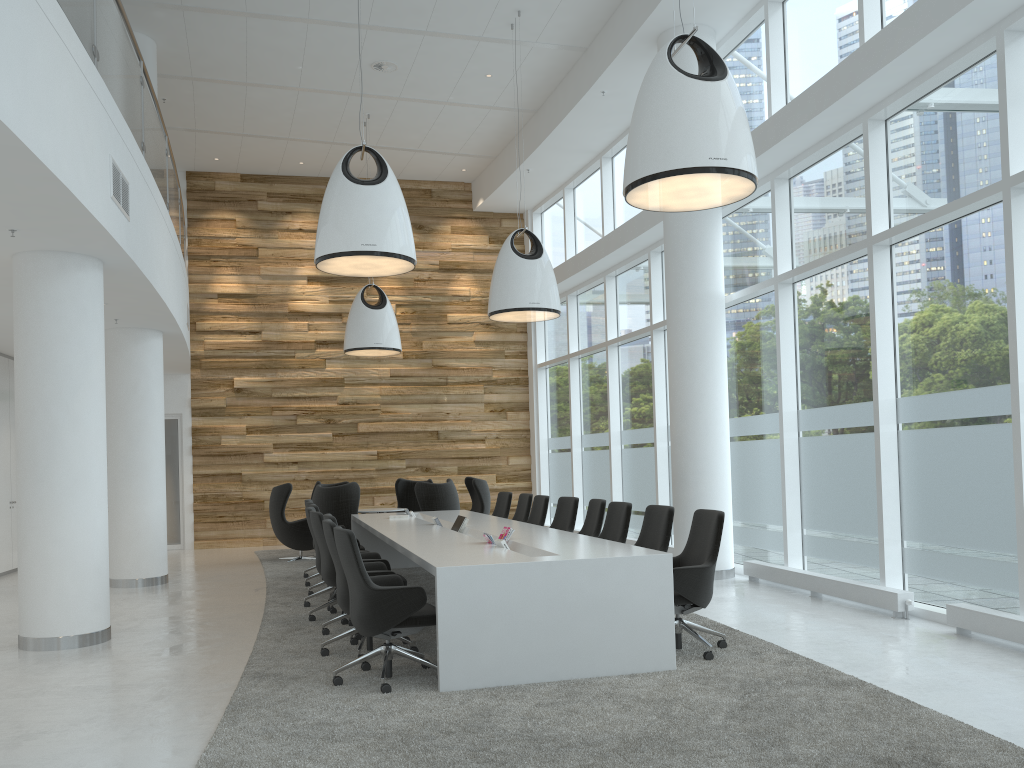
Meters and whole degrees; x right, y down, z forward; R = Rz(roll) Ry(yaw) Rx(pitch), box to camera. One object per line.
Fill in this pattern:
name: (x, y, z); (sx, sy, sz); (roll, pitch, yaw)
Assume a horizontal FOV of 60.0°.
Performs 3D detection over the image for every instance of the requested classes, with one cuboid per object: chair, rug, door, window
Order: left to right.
window: (-18.221, -0.421, 8.655); (62.981, 6.128, 30.879); (-4, -6, 25)
door: (-6.679, 1.735, 15.517); (1.804, 2.397, 0.132); (-1, -1, -12)
chair: (-3.129, 2.039, 13.195); (0.917, 1.150, 0.917); (0, -3, -25)
chair: (-2.241, 1.902, 10.953); (0.674, 0.964, 0.687); (-1, -3, -10)
chair: (-2.039, 1.824, 10.165); (0.673, 0.964, 0.687); (-1, -3, -15)
chair: (-2.812, 2.132, 14.323); (0.919, 1.150, 0.915); (-4, -3, 35)
chair: (-1.691, 1.674, 8.623); (0.674, 0.964, 0.687); (-1, -3, -10)
chair: (-1.823, 1.746, 9.375); (0.673, 0.964, 0.687); (-1, -3, -15)
chair: (-2.330, 1.942, 12.381); (0.914, 1.150, 0.919); (-2, -3, 5)
chair: (-1.474, 1.599, 7.868); (0.673, 0.964, 0.687); (-1, -3, -20)
chair: (-1.207, 1.529, 7.177); (0.673, 0.964, 0.687); (-1, -3, -15)
chair: (-1.045, 1.452, 6.379); (0.673, 0.964, 0.687); (-1, -3, -15)
chair: (-0.792, 1.368, 5.540); (0.673, 0.964, 0.687); (-1, -3, -20)
chair: (-1.685, 2.126, 14.620); (0.914, 1.150, 0.919); (-2, -3, 5)
chair: (-1.178, 1.932, 12.654); (0.919, 1.150, 0.915); (-4, -3, 35)
rug: (-0.754, 2.153, 8.824); (3.937, 0.010, 13.495); (0, -5, -14)
chair: (-0.794, 2.028, 13.832); (0.917, 1.150, 0.917); (0, -3, -25)
chair: (-0.303, 1.897, 11.537); (0.673, 0.964, 0.687); (-1, -3, -20)
chair: (-0.050, 1.814, 10.698); (0.673, 0.964, 0.687); (-1, -3, -15)
chair: (0.113, 1.736, 9.900); (0.673, 0.964, 0.687); (-1, -3, -15)
chair: (0.379, 1.666, 9.208); (0.673, 0.964, 0.687); (-1, -3, -20)
chair: (0.596, 1.591, 8.454); (0.674, 0.964, 0.687); (-1, -3, -10)
chair: (0.728, 1.519, 7.702); (0.673, 0.964, 0.687); (-1, -3, -15)
chair: (0.945, 1.441, 6.912); (0.673, 0.964, 0.687); (-1, -3, -15)
chair: (1.147, 1.363, 6.124); (0.674, 0.964, 0.687); (-1, -3, -10)

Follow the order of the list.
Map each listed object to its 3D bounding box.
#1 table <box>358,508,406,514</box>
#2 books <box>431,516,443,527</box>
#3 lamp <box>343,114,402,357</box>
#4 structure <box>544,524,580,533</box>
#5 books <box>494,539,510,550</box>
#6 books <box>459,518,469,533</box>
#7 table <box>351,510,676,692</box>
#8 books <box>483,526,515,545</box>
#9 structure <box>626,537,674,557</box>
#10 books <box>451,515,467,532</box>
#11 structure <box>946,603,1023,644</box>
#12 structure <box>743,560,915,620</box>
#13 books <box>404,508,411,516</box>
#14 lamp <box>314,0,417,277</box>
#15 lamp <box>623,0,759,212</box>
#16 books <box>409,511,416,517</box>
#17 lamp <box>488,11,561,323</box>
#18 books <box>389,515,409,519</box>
table: (-1.996, 2.254, 13.474); (0.799, 0.695, 0.801); (-2, -4, 10)
books: (-0.731, 1.475, 9.064); (0.153, 0.238, 0.191); (-1, -3, -15)
lamp: (-2.176, -2.287, 13.562); (0.885, 3.640, 0.884); (-2, -2, 24)
structure: (0.946, 2.571, 15.136); (0.150, 0.213, 2.698); (-1, -5, -19)
books: (-0.034, 1.223, 6.378); (0.143, 0.226, 0.204); (-1, -3, -16)
books: (-0.537, 1.438, 8.767); (0.158, 0.241, 0.353); (-1, -4, -15)
table: (-0.531, 1.750, 8.543); (1.500, 0.737, 6.579); (-1, -5, -15)
books: (-0.098, 1.260, 6.873); (0.231, 0.274, 0.599); (-2, -4, 6)
structure: (1.894, 2.270, 12.122); (0.150, 0.213, 2.698); (-1, -5, -16)
books: (-0.549, 1.419, 8.745); (0.139, 0.229, 0.358); (-1, -4, -15)
structure: (3.500, 1.595, 5.206); (0.150, 0.213, 2.698); (-1, -5, -10)
structure: (2.877, 1.896, 8.320); (0.150, 0.213, 2.698); (-1, -5, -13)
books: (-1.262, 1.676, 11.093); (0.153, 0.240, 0.183); (-1, -3, -14)
lamp: (-1.326, -2.838, 7.767); (0.885, 3.640, 0.884); (-3, -2, 31)
lamp: (1.126, -3.078, 5.920); (0.885, 3.640, 0.884); (-3, -2, 31)
books: (-1.171, 1.651, 10.767); (0.139, 0.222, 0.162); (-1, -3, -14)
lamp: (0.096, -2.620, 10.638); (0.885, 3.640, 0.884); (-2, -2, 29)
books: (-1.327, 1.564, 10.448); (0.224, 0.026, 0.264); (-1, -5, -5)
